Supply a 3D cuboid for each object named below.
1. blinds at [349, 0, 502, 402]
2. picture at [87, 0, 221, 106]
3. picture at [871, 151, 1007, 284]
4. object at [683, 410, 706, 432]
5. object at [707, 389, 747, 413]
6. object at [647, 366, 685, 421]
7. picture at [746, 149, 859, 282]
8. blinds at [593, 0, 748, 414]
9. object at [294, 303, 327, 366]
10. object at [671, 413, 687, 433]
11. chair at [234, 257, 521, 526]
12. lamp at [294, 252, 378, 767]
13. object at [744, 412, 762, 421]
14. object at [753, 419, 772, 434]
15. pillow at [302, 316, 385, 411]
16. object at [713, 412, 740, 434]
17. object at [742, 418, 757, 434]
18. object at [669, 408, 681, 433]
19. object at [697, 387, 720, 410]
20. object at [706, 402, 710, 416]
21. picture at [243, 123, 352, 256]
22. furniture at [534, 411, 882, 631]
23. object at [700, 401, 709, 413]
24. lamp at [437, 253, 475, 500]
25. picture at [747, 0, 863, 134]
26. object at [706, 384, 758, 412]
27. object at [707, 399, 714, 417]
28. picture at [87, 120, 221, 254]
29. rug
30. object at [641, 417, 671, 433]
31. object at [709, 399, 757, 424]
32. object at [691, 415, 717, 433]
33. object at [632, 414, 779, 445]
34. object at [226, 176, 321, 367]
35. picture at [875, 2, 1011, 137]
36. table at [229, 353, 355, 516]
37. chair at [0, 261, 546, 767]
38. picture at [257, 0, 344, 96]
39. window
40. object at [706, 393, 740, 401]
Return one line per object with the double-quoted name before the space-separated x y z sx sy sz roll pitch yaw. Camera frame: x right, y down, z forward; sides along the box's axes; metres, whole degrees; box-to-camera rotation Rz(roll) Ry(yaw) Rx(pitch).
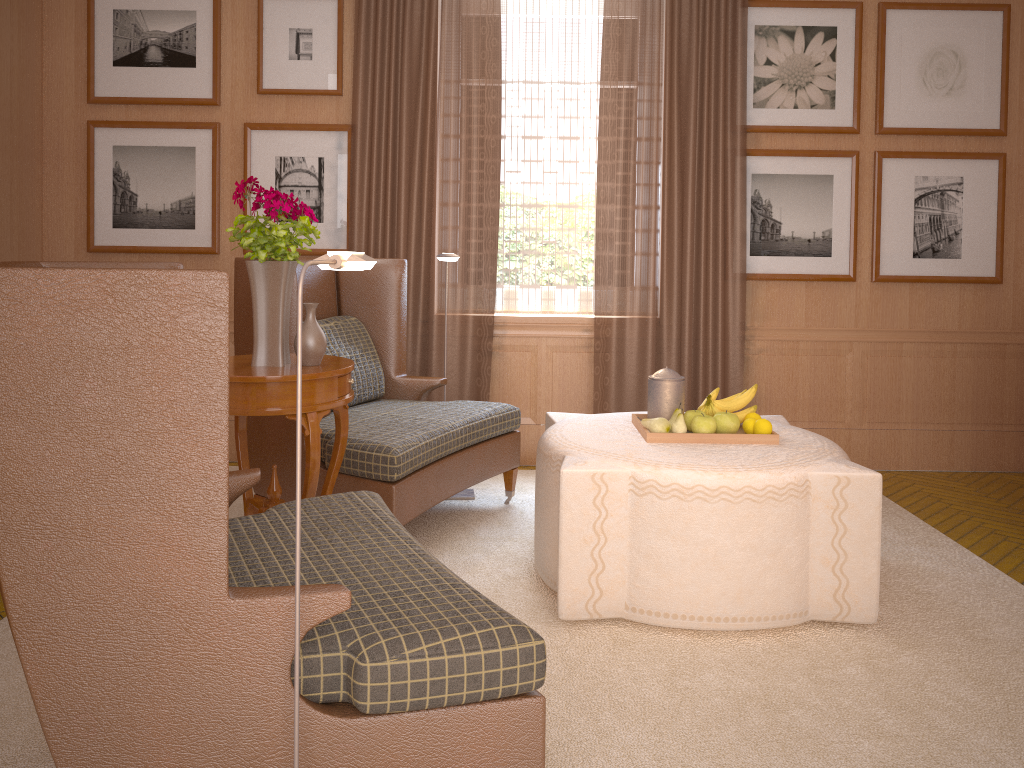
"blinds" -0.822 -1.592 8.277 1.428 4.783 0.267 1 2 1
"picture" -3.385 -3.268 8.325 1.249 1.245 0.048 1 2 0
"picture" 4.079 -1.590 8.414 1.249 1.245 0.048 1 2 0
"object" 1.160 0.235 5.573 0.155 0.134 0.160 1 6 4
"object" 1.390 0.132 5.732 0.377 0.171 0.065 -4 5 -34
"object" 0.998 0.082 5.694 0.234 0.391 0.235 -1 4 -34
"picture" 2.674 -1.610 8.405 1.249 1.245 0.048 1 2 0
"blinds" 1.501 -1.566 8.294 1.447 4.773 0.267 1 2 -2
"object" -1.164 -0.288 5.086 0.186 0.356 0.186 3 4 33
"object" 1.020 0.248 5.371 0.098 0.148 0.098 3 5 35
"chair" -1.093 0.045 6.632 1.723 1.966 1.921 3 5 24
"lamp" -0.644 0.577 2.920 0.564 2.024 0.632 0 2 -30
"object" 1.547 0.248 5.649 0.108 0.133 0.114 -3 6 -44
"object" 1.543 0.278 5.415 0.108 0.133 0.114 -3 6 -44
"pillow" -1.485 -0.150 6.814 0.539 0.703 1.081 3 7 24
"object" 1.327 0.250 5.466 0.173 0.146 0.170 -5 8 -44
"object" 1.499 0.270 5.500 0.111 0.110 0.135 1 6 3
"object" 1.024 0.245 5.489 0.130 0.196 0.130 3 5 35
"object" 1.280 0.122 5.783 0.104 0.158 0.378 2 7 23
"object" 1.327 0.177 5.774 0.062 0.181 0.397 2 7 29
"picture" -2.024 -1.847 8.372 1.049 1.245 0.048 1 2 0
"furniture" 1.122 0.761 5.636 1.949 0.895 1.970 0 7 -3
"object" 1.264 0.173 5.787 0.071 0.184 0.395 1 7 14
"lamp" -0.508 -0.067 7.260 0.564 2.019 0.632 -1 3 -38
"picture" 2.694 -3.012 8.367 1.249 1.245 0.048 1 2 0
"object" 1.436 0.094 5.680 0.404 0.168 0.071 -2 4 -24
"object" 1.401 0.180 5.715 0.386 0.199 0.062 -4 5 -35
"picture" -3.406 -1.866 8.363 1.249 1.245 0.048 1 2 0
"rug" 0.218 1.409 4.301 5.993 0.020 8.036 1 8 0
"object" 0.881 0.268 5.404 0.194 0.128 0.134 3 6 19
"object" 1.437 0.174 5.669 0.397 0.172 0.073 -3 4 -24
"object" 1.177 0.261 5.403 0.155 0.134 0.160 1 6 4
"object" 1.210 0.283 5.626 0.800 0.059 0.645 1 8 0
"object" -1.363 -0.657 5.084 0.525 1.085 0.458 1 3 -2
"picture" 4.100 -2.992 8.376 1.249 1.245 0.048 1 2 0
"table" -1.397 0.565 5.141 0.925 1.367 1.046 1 4 7
"chair" -1.057 0.534 3.360 1.721 1.966 1.924 -1 5 -25
"picture" -2.004 -3.219 8.334 0.805 0.955 0.048 1 2 0
"window" 0.359 -2.322 8.798 2.433 3.367 0.850 1 2 0
"object" 1.383 0.108 5.780 0.409 0.128 0.091 -6 8 -42
